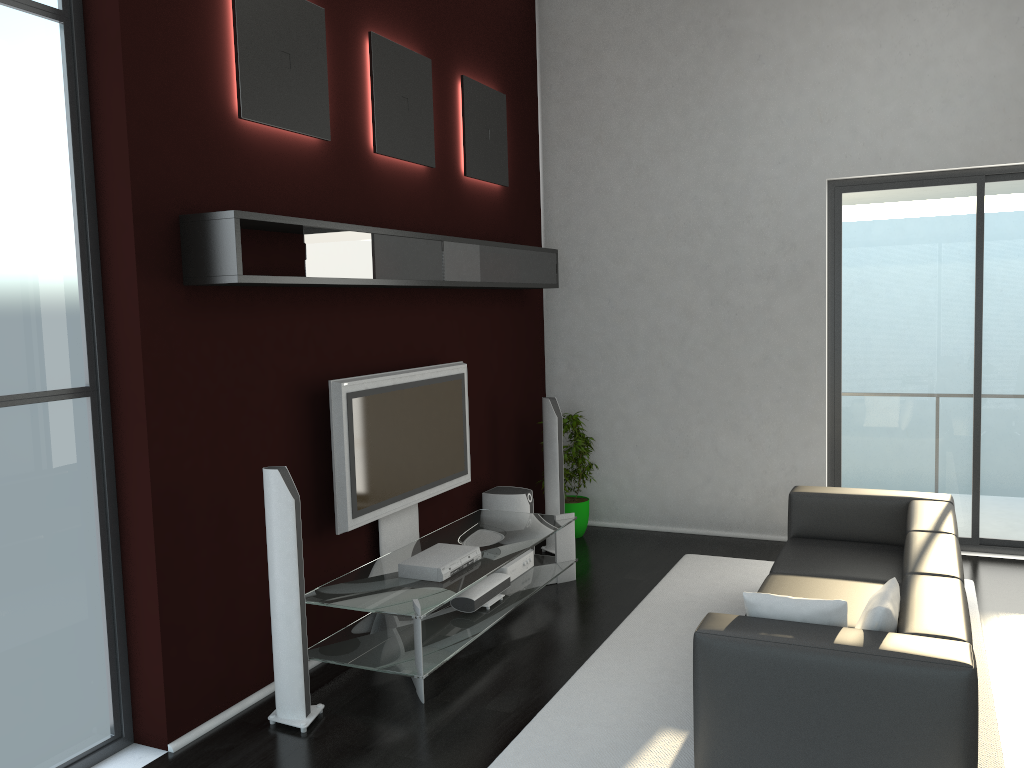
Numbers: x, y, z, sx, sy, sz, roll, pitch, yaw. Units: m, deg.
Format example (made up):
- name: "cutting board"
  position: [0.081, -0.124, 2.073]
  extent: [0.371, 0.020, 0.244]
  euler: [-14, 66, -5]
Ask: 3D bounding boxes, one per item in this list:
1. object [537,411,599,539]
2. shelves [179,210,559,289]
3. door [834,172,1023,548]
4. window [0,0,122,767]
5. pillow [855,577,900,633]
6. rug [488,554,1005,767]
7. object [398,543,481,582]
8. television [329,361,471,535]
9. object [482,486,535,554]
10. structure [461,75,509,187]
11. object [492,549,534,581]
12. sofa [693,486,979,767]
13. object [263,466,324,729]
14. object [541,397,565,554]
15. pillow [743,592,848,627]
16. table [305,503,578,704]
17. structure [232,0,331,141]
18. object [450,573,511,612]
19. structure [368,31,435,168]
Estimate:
- name: "object"
  position: [0.431, 0.689, 7.062]
  extent: [0.507, 1.068, 0.599]
  euler: [-1, 5, 10]
- name: "shelves"
  position: [-1.246, -0.584, 3.850]
  extent: [0.305, 0.301, 6.988]
  euler: [1, 5, 25]
- name: "door"
  position: [3.280, -0.145, 6.242]
  extent: [1.900, 2.600, 0.050]
  euler: [1, 5, 25]
- name: "window"
  position: [-1.928, -0.633, 3.278]
  extent: [0.025, 4.400, 0.800]
  euler: [1, 5, 25]
- name: "pillow"
  position: [1.364, 0.950, 3.342]
  extent: [0.169, 0.361, 0.376]
  euler: [1, 6, 27]
- name: "rug"
  position: [1.345, 1.423, 4.440]
  extent: [1.875, 0.009, 3.695]
  euler: [1, 5, 25]
- name: "object"
  position: [-0.390, 0.974, 4.861]
  extent: [0.273, 0.073, 0.439]
  euler: [1, 5, 25]
- name: "television"
  position: [-0.617, 0.319, 5.235]
  extent: [0.099, 0.807, 1.436]
  euler: [1, 5, 25]
- name: "object"
  position: [-0.005, 1.026, 6.387]
  extent: [0.323, 0.518, 0.286]
  euler: [1, 5, 25]
- name: "structure"
  position: [-0.202, -1.794, 6.365]
  extent: [0.055, 0.676, 0.678]
  euler: [1, 5, 25]
- name: "object"
  position: [-0.114, 1.164, 5.734]
  extent: [0.412, 0.106, 0.449]
  euler: [1, 5, 25]
- name: "sofa"
  position: [1.649, 1.083, 4.277]
  extent: [0.943, 0.652, 2.781]
  euler: [1, 5, 25]
- name: "object"
  position: [-1.009, 0.940, 3.982]
  extent: [0.215, 1.141, 0.228]
  euler: [-1, 5, 10]
- name: "object"
  position: [0.310, 0.671, 6.607]
  extent: [0.215, 1.141, 0.228]
  euler: [2, 6, 40]
- name: "pillow"
  position: [1.079, 0.957, 3.366]
  extent: [0.376, 0.358, 0.186]
  euler: [1, 6, 26]
- name: "table"
  position: [-0.346, 0.863, 5.191]
  extent: [0.771, 1.093, 2.046]
  euler: [1, 5, 25]
- name: "structure"
  position: [-1.135, -1.591, 4.366]
  extent: [0.055, 0.676, 0.678]
  euler: [1, 5, 25]
- name: "object"
  position: [-0.170, 1.207, 5.143]
  extent: [0.182, 0.090, 0.470]
  euler: [1, 5, 25]
- name: "structure"
  position: [-0.668, -1.693, 5.365]
  extent: [0.055, 0.676, 0.678]
  euler: [1, 5, 25]
